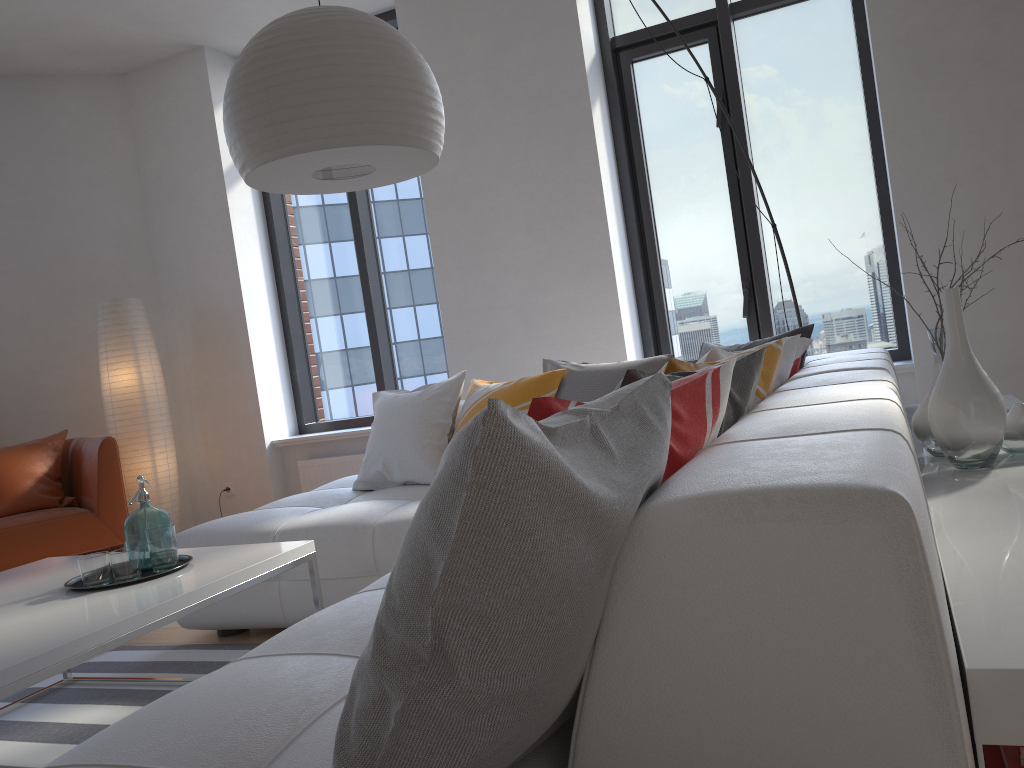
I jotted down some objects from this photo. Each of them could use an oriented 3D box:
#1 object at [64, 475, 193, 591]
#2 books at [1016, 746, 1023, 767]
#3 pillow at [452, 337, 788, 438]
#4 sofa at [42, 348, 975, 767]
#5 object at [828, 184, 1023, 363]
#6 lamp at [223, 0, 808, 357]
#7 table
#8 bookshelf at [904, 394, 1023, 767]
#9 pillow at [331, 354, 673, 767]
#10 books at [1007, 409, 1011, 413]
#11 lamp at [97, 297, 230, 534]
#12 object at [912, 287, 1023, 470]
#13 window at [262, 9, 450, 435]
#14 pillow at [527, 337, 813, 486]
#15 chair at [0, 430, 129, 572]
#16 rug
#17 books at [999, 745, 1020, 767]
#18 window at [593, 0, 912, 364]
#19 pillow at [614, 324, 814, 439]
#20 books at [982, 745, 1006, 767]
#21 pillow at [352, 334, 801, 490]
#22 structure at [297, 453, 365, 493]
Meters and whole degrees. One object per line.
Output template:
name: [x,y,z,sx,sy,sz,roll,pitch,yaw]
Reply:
object: [-1.072,0.397,2.447,0.330,0.265,0.330,-10,2,-43]
books: [0.760,0.457,1.185,0.152,0.029,0.206,-7,2,29]
pillow: [0.143,0.166,2.842,0.630,0.440,2.095,-9,2,-20]
sofa: [-0.307,0.501,2.387,2.614,0.732,3.424,-8,2,23]
object: [1.407,-0.273,2.784,0.406,0.744,0.607,-9,2,-27]
lamp: [0.624,-0.626,3.181,3.199,2.647,0.710,-9,2,-31]
table: [-1.252,0.781,2.302,1.091,0.435,1.091,-8,2,23]
bookshelf: [1.164,0.413,2.051,0.356,0.500,2.600,-8,2,23]
pillow: [0.096,0.171,2.184,0.647,0.453,2.953,-8,2,11]
books: [1.268,0.096,2.338,0.188,0.027,0.238,-7,2,36]
lamp: [-1.944,0.248,5.190,0.804,1.550,0.502,-9,2,-17]
object: [1.032,-0.021,2.030,0.316,0.398,0.319,-10,2,-43]
window: [-0.910,-0.949,5.462,1.310,2.402,0.170,-8,2,23]
pillow: [0.440,0.153,2.145,0.575,0.449,2.250,-8,2,20]
chair: [-2.490,0.696,4.487,0.896,0.858,0.843,-9,2,-35]
rug: [-1.197,1.005,2.046,1.662,0.016,2.326,-8,2,23]
books: [0.752,0.485,1.182,0.178,0.025,0.254,-8,2,22]
window: [1.191,-1.232,4.566,1.310,2.402,0.170,-8,2,23]
pillow: [0.553,0.101,2.448,0.608,0.436,2.120,-8,2,19]
books: [0.747,0.539,1.188,0.191,0.028,0.261,-8,2,23]
pillow: [-0.012,0.162,3.121,0.580,0.456,2.156,-10,2,-41]
structure: [-0.780,0.627,5.191,1.015,0.460,0.110,-8,2,23]
